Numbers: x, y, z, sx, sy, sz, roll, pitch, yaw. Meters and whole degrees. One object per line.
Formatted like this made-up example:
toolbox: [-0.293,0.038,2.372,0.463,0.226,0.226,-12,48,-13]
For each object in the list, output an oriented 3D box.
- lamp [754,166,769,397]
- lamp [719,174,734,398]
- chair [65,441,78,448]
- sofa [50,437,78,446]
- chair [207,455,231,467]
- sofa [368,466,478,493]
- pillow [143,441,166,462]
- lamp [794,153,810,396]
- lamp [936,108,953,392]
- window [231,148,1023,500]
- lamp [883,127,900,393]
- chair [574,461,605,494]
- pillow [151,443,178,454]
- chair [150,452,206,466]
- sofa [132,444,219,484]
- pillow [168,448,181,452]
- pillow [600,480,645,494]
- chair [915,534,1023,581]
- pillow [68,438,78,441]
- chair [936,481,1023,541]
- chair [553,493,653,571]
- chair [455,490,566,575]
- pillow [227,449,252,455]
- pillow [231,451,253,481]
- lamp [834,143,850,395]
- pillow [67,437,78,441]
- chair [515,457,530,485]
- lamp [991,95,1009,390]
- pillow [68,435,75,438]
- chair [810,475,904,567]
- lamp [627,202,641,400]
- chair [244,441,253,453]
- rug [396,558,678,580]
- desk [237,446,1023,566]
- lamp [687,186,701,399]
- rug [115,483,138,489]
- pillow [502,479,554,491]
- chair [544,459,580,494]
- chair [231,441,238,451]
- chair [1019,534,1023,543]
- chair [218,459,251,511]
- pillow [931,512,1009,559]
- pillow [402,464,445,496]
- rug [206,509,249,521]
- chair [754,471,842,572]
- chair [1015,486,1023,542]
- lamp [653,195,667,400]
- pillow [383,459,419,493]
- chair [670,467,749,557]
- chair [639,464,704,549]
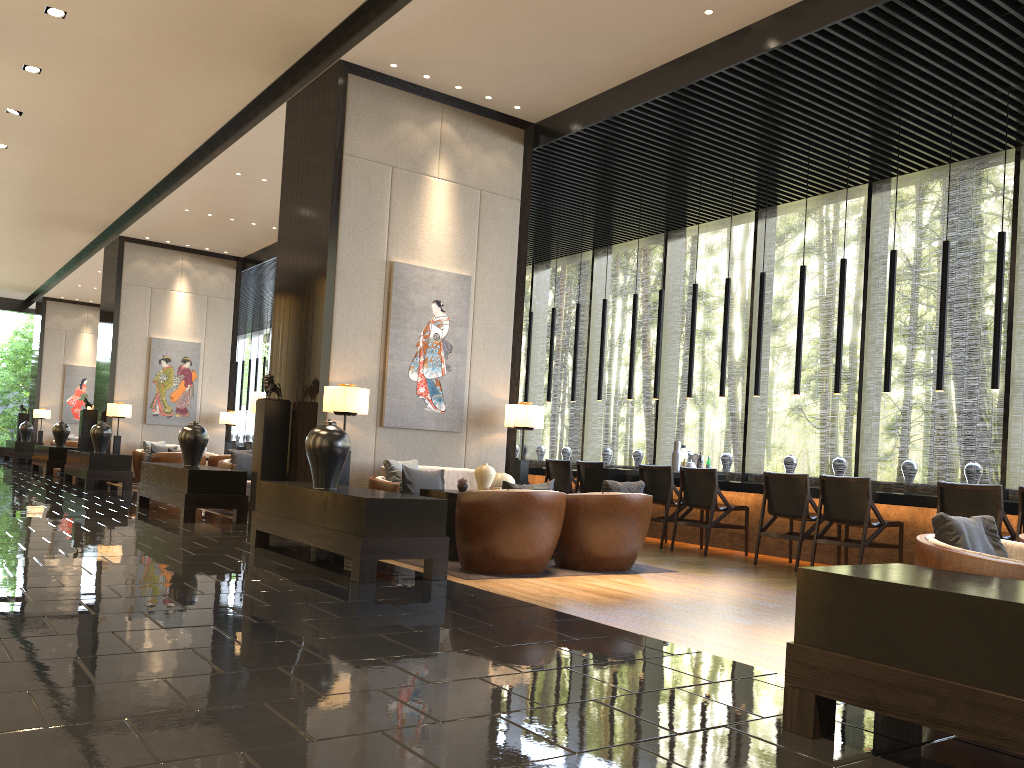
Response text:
lamp: [2.553,-1.079,9.010,0.060,2.417,0.060,4,-2,-40]
lamp: [2.290,-1.063,9.383,0.060,2.417,0.060,4,-2,-40]
chair: [-10.292,1.648,20.908,0.806,0.603,0.606,6,-4,-35]
sofa: [-10.958,1.699,22.538,1.452,0.692,0.603,6,-4,-35]
chair: [-4.389,1.423,14.028,0.806,0.603,0.606,6,-4,-35]
sofa: [-0.635,1.091,7.917,1.452,0.692,0.603,6,-4,-35]
pillow: [-6.070,1.164,15.058,0.201,0.399,0.434,2,-3,33]
lamp: [2.833,-1.095,8.614,0.060,2.417,0.060,4,-2,-40]
lamp: [3.655,-1.144,7.450,0.060,2.417,0.060,4,-2,-40]
window: [-4.933,-0.619,11.705,12.084,4.219,31.884,6,-6,-35]
lamp: [3.379,-1.128,7.841,0.060,2.417,0.060,4,-2,-30]
chair: [1.000,1.283,9.884,0.564,0.826,0.525,5,-3,-35]
pillow: [-5.899,1.189,14.989,0.473,0.360,0.219,6,-3,-38]
chair: [-5.086,1.341,13.534,0.806,0.603,0.606,6,-4,-35]
sofa: [-5.752,1.392,15.165,1.452,0.692,0.603,6,-4,-35]
pillow: [-5.007,1.125,13.439,0.442,0.337,0.205,5,-3,-28]
pillow: [0.809,0.901,6.688,0.400,0.361,0.222,6,-3,-35]
chair: [1.916,0.917,3.470,0.806,0.603,0.606,6,-4,-35]
pillow: [-10.214,1.431,20.813,0.442,0.337,0.205,5,-3,-28]
chair: [3.417,1.141,6.462,0.564,0.826,0.525,5,-3,-35]
chair: [0.729,1.121,6.780,0.806,0.603,0.606,6,-4,-35]
chair: [0.032,1.040,6.287,0.806,0.603,0.606,6,-4,-35]
pillow: [-4.309,1.203,13.936,0.400,0.361,0.222,6,-3,-35]
pillow: [-3.228,1.005,10.780,0.400,0.361,0.222,6,-3,-35]
lamp: [3.090,-1.111,8.250,0.060,2.417,0.060,4,-2,-40]
pillow: [-11.105,1.495,22.362,0.473,0.360,0.219,6,-3,-38]
chair: [0.084,1.337,11.181,0.564,0.826,0.525,5,-3,-35]
lamp: [3.917,-1.159,7.079,0.060,2.417,0.060,4,-2,-30]
pillow: [-11.276,1.470,22.431,0.201,0.399,0.434,2,-3,33]
chair: [2.832,1.175,7.289,0.564,0.826,0.525,5,-3,-35]
lamp: [1.471,-1.015,10.543,0.060,2.417,0.060,4,-2,-40]
chair: [-5.543,1.669,19.151,0.564,0.826,0.525,5,-3,-35]
rug: [-0.142,1.408,7.254,1.963,0.008,2.241,7,-6,-35]
desk: [-1.250,1.500,13.711,1.784,0.758,28.733,6,-6,-35]
lamp: [2.021,-1.048,9.763,0.060,2.417,0.060,4,-2,-40]
rug: [-5.257,1.709,14.498,1.963,0.008,2.241,7,-6,-35]
pillow: [0.110,0.823,6.192,0.442,0.337,0.205,5,-3,-28]
chair: [0.669,1.303,10.354,0.564,0.826,0.525,5,-3,-35]
chair: [-6.161,1.705,20.026,0.564,0.826,0.525,5,-3,-35]
chair: [2.614,0.998,3.963,0.806,0.603,0.606,6,-4,-35]
chair: [-3.173,1.216,10.678,0.806,0.603,0.606,6,-4,-35]
pillow: [1.862,0.705,3.572,0.400,0.361,0.222,6,-3,-35]
pillow: [-0.782,0.887,7.741,0.473,0.360,0.219,6,-3,-38]
rug: [-2.290,1.534,10.296,2.046,0.008,2.241,7,-6,-35]
chair: [2.501,1.195,7.759,0.564,0.826,0.525,5,-3,-35]
chair: [3.748,1.121,5.992,0.564,0.826,0.525,5,-3,-35]
lamp: [1.720,-1.030,10.190,0.060,2.417,0.060,4,-2,-40]
pillow: [-0.952,0.862,7.810,0.201,0.399,0.434,2,-3,33]
chair: [1.916,1.229,8.587,0.564,0.826,0.525,5,-3,-35]
chair: [1.585,1.249,9.056,0.564,0.826,0.525,5,-3,-35]
